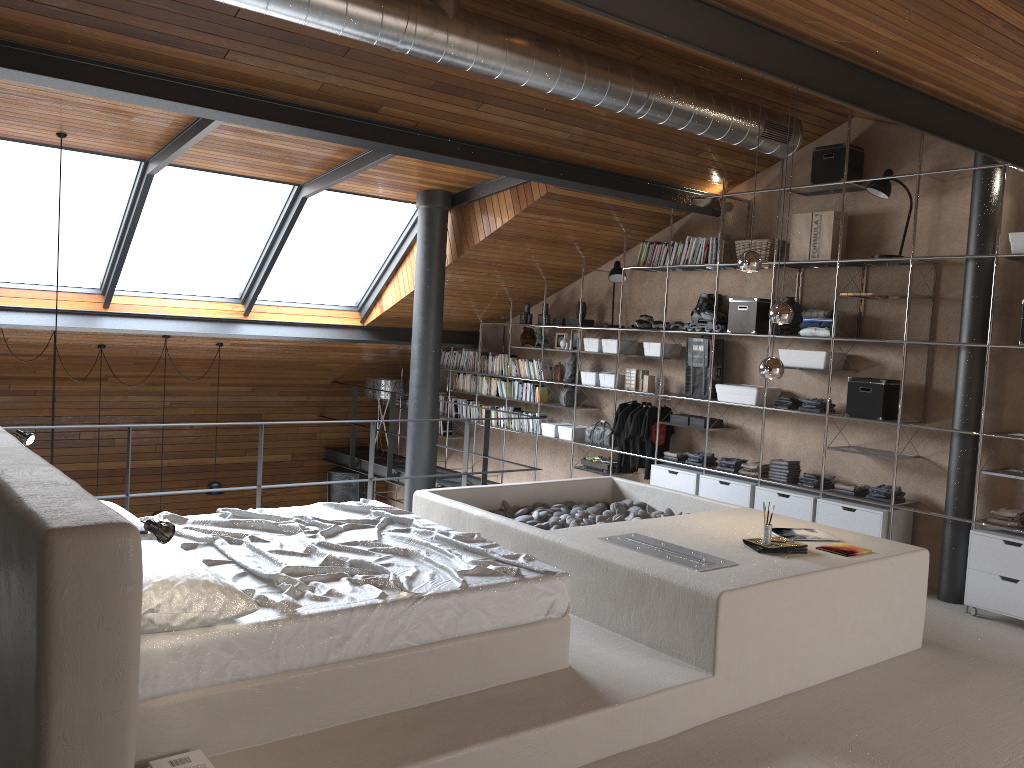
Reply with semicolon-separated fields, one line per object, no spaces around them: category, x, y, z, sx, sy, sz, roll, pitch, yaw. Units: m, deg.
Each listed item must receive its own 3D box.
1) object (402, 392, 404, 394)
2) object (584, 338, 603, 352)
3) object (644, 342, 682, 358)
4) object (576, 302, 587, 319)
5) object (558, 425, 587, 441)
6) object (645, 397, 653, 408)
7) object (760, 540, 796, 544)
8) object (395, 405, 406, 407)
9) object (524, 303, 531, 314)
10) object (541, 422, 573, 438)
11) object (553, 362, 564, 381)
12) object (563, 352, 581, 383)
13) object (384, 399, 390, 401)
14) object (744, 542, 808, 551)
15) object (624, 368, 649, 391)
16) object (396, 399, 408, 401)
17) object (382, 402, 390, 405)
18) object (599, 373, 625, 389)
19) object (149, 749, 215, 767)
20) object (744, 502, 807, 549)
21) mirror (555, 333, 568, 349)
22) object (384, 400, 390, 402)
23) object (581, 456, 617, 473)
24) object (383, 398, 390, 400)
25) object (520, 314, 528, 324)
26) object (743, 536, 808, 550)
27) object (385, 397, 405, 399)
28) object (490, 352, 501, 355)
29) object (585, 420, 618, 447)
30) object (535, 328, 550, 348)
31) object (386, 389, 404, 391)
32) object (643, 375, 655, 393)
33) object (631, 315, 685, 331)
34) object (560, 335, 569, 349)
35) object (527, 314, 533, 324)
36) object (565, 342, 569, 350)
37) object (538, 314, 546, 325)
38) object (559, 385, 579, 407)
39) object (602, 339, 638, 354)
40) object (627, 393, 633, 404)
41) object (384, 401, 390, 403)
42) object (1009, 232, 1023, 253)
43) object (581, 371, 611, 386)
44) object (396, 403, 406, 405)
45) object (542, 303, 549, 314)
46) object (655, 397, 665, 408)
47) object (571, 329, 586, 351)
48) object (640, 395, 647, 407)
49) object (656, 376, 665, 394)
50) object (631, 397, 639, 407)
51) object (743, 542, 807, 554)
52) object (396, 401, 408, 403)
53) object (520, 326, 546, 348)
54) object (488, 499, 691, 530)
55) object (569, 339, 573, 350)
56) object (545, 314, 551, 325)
object;-1.603;0.117;11.995;0.233;0.021;0.174;1;4;-38
object;0.887;-0.385;8.823;0.295;0.136;0.228;1;4;-38
object;1.387;-0.314;8.182;0.290;0.124;0.222;1;4;-38
object;0.710;-0.753;9.078;0.115;0.177;0.115;2;3;-13
object;0.648;0.504;9.107;0.295;0.136;0.228;1;4;-38
object;1.280;0.209;8.285;0.387;0.197;0.009;0;4;-42
object;1.448;0.861;4.840;0.232;0.010;0.064;3;3;-2
object;-1.456;0.294;11.796;0.201;0.012;0.161;1;4;-38
object;0.166;-0.823;9.670;0.029;0.114;0.084;1;4;-31
object;0.484;0.483;9.318;0.295;0.136;0.228;1;4;-38
object;0.485;-0.132;9.318;0.082;0.202;0.227;4;3;13
object;0.615;-0.159;9.123;0.157;0.339;0.229;3;3;-11
object;-1.604;0.210;12.010;0.216;0.012;0.161;1;4;-38
object;1.431;0.877;4.832;0.276;0.013;0.207;2;3;-13
object;1.191;-0.043;8.429;0.142;0.205;0.196;1;4;-40
object;-1.458;0.215;11.790;0.203;0.013;0.161;1;4;-38
object;-1.614;0.266;11.999;0.234;0.025;0.176;1;4;-38
object;1.023;-0.031;8.635;0.295;0.136;0.228;1;4;-38
object;-1.015;1.203;2.755;0.161;0.015;0.206;1;4;-38
object;1.436;0.756;4.814;0.301;0.234;0.245;2;3;-18
mirror;0.526;-0.451;9.320;0.130;0.168;0.069;5;3;22
object;-1.613;0.223;11.997;0.243;0.012;0.159;1;4;-38
object;0.924;0.798;8.806;0.320;0.114;0.404;1;4;-38
object;-1.601;0.196;12.000;0.224;0.017;0.167;1;4;-38
object;0.128;-0.712;9.714;0.086;0.117;0.029;6;4;38
object;1.429;0.865;4.819;0.276;0.013;0.207;2;4;-27
object;-1.602;0.180;11.980;0.246;0.016;0.182;1;4;-38
object;-0.200;-0.240;10.201;0.146;0.240;0.023;1;4;-38
object;0.899;0.484;8.784;0.166;0.247;0.376;0;4;-40
object;0.331;-0.493;9.497;0.102;0.220;0.197;6;4;36
object;-1.614;0.082;11.997;0.246;0.016;0.182;1;4;-38
object;1.270;-0.001;8.218;0.074;0.156;0.078;2;3;-23
object;1.376;-0.567;8.206;0.286;0.141;0.657;0;5;-45
object;0.545;-0.431;9.194;0.091;0.146;0.091;3;3;-4
object;0.195;-0.704;9.644;0.029;0.117;0.086;2;3;-18
object;0.564;-0.388;9.076;0.037;0.077;0.037;6;4;38
object;0.323;-0.694;9.553;0.086;0.117;0.029;6;4;42
object;0.593;0.109;9.216;0.166;0.240;0.390;3;3;-5
object;1.047;-0.364;8.618;0.295;0.136;0.228;1;4;-38
object;1.140;0.149;8.469;0.283;0.118;0.016;1;4;-38
object;-1.602;0.248;12.007;0.216;0.013;0.161;1;4;-38
object;3.416;-0.881;5.593;0.289;0.135;0.437;1;4;-38
object;0.861;-0.052;8.843;0.295;0.136;0.228;1;4;-38
object;-1.441;0.262;11.797;0.262;0.025;0.176;1;4;-38
object;0.358;-0.805;9.507;0.029;0.114;0.084;2;4;-26
object;1.366;0.178;8.180;0.283;0.118;0.016;1;4;-38
object;0.676;-0.450;9.043;0.062;0.219;0.157;1;4;-38
object;1.240;0.204;8.336;0.387;0.197;0.009;0;4;-42
object;1.367;0.007;8.176;0.074;0.156;0.078;4;3;11
object;1.165;0.194;8.432;0.387;0.197;0.009;0;4;-42
object;1.431;0.890;4.833;0.276;0.013;0.207;3;3;-7
object;-1.426;0.232;11.786;0.228;0.016;0.182;1;4;-38
object;0.227;-0.512;9.671;0.278;0.222;0.138;4;3;8
object;0.503;0.972;5.959;1.842;0.246;1.436;1;4;-38
object;0.603;-0.402;9.042;0.037;0.114;0.037;6;4;38
object;0.385;-0.686;9.477;0.029;0.117;0.086;2;3;-13
